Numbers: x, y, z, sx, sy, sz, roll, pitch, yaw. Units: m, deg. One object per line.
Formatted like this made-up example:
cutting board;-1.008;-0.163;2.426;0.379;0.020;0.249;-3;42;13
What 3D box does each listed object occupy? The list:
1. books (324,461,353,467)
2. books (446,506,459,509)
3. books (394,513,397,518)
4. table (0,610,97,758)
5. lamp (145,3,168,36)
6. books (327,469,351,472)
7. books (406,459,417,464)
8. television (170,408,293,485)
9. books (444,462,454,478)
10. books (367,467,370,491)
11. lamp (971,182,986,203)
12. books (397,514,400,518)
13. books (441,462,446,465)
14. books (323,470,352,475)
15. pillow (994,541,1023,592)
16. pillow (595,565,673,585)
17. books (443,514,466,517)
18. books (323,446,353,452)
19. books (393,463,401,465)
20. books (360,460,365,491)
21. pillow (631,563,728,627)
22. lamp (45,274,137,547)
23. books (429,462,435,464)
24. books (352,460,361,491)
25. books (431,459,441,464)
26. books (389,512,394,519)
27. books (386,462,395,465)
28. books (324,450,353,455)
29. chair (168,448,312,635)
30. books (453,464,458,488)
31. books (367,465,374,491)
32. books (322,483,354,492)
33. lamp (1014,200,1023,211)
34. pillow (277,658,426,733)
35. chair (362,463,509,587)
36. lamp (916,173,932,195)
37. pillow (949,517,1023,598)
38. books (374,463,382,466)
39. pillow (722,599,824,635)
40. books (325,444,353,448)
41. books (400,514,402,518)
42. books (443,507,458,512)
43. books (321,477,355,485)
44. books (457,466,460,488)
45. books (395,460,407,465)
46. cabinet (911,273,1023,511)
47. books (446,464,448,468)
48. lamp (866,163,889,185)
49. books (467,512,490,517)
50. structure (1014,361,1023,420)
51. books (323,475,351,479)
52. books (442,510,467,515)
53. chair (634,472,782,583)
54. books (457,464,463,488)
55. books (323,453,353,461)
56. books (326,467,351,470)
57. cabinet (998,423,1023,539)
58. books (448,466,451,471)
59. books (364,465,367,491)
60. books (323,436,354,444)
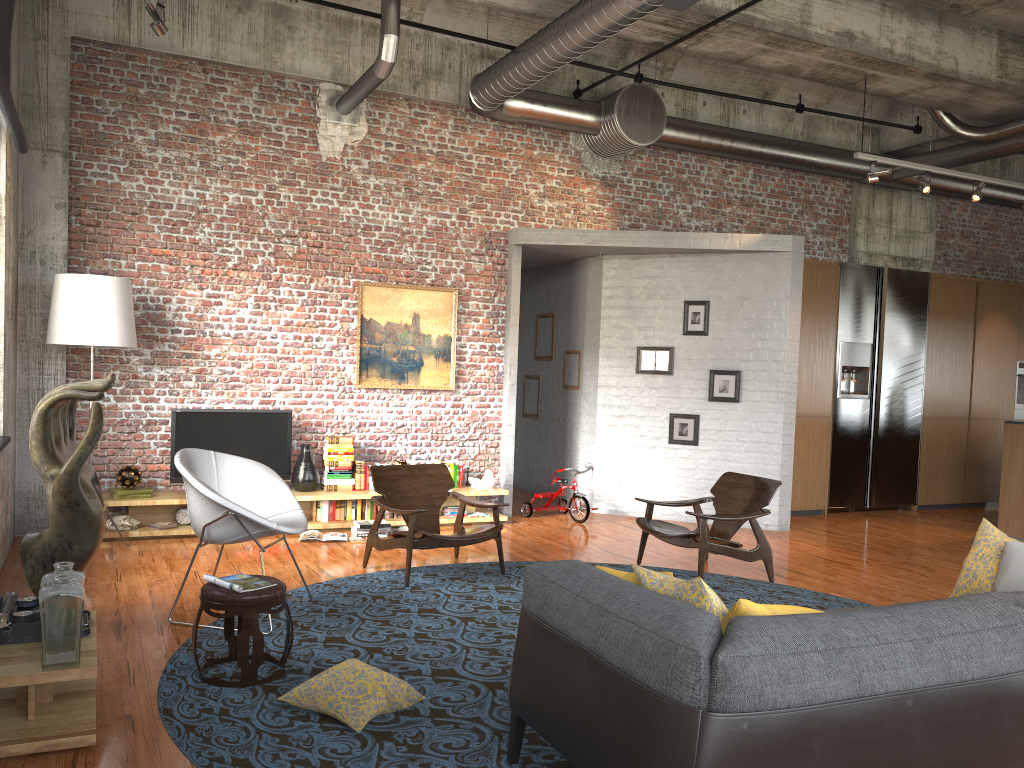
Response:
books;-1.719;0.781;8.755;0.246;0.057;0.171;2;1;-25
books;-0.598;1.273;9.141;0.154;0.019;0.108;2;1;-25
books;-1.185;1.229;8.895;0.033;0.225;0.105;1;3;-25
table;-2.058;1.286;3.824;0.475;0.359;0.874;1;1;-25
lamp;-2.704;-2.773;6.768;0.102;0.215;0.225;3;2;16
books;-1.720;0.848;8.757;0.223;0.027;0.161;2;1;-25
books;-1.040;0.926;9.113;0.053;0.291;0.176;1;2;-26
television;-2.616;0.628;8.270;1.090;0.794;0.285;1;3;-39
books;-0.665;0.956;9.301;0.034;0.254;0.183;1;2;-26
books;-1.460;0.944;8.866;0.026;0.224;0.161;1;2;-25
lamp;5.030;-2.065;9.575;0.182;0.241;0.102;1;3;-30
books;-1.157;1.264;8.915;0.036;0.156;0.108;1;2;-25
books;-0.751;0.951;9.253;0.060;0.260;0.180;1;2;-26
books;-1.721;0.874;8.757;0.250;0.026;0.159;2;1;-25
pillow;2.361;0.898;4.064;0.171;0.315;0.364;1;2;-36
pillow;0.543;0.872;3.531;0.434;0.319;0.168;3;2;39
books;-0.600;1.345;9.143;0.214;0.026;0.149;2;1;-25
books;-1.713;0.641;8.743;0.253;0.034;0.183;2;1;-25
books;-1.168;0.938;9.010;0.034;0.254;0.183;1;2;-25
books;-1.519;0.911;8.856;0.040;0.285;0.197;1;2;-25
pillow;0.657;0.862;3.221;0.260;0.446;0.536;1;2;-18
lamp;-3.519;0.237;7.428;0.707;2.246;0.693;2;2;-3
books;-0.823;0.952;9.211;0.034;0.254;0.183;1;2;-26
books;-1.550;0.908;8.822;0.044;0.291;0.176;1;2;-25
books;-0.795;0.934;9.233;0.036;0.291;0.176;1;3;-26
books;-1.226;1.246;8.891;0.043;0.187;0.142;1;2;-25
books;-1.235;0.933;8.984;0.034;0.260;0.180;1;2;-25
books;-1.716;0.675;8.748;0.253;0.034;0.183;2;1;-25
chair;-1.692;0.933;5.546;0.806;1.032;1.056;3;2;14
books;-0.630;0.964;9.318;0.045;0.240;0.174;1;2;-26
books;-1.427;0.937;8.880;0.045;0.240;0.174;1;2;-25
books;-1.730;1.016;8.778;0.284;0.066;0.197;2;1;-25
lamp;5.782;-2.042;9.957;0.102;0.211;0.260;1;2;-30
pillow;-0.737;1.415;4.078;0.503;0.247;0.481;3;1;31
chair;-0.610;1.075;6.938;0.875;0.794;1.042;1;2;-35
lamp;4.319;-2.084;9.272;0.102;0.228;0.198;1;2;-15
pillow;2.378;0.911;4.314;0.260;0.446;0.536;1;2;-18
books;-1.348;0.932;8.929;0.034;0.254;0.183;1;2;-25
pillow;0.862;0.891;3.064;0.405;0.372;0.228;2;2;-16
books;-1.709;0.606;8.755;0.231;0.037;0.168;2;1;-25
books;-1.132;1.252;8.939;0.028;0.182;0.120;1;2;-25
books;-0.602;1.294;9.142;0.192;0.024;0.131;2;1;-20
books;-1.723;0.958;8.768;0.290;0.053;0.176;2;1;-25
books;-0.594;0.974;9.323;0.026;0.223;0.161;1;2;-26
books;-1.143;0.926;9.073;0.066;0.285;0.197;1;2;-26
cabinet;7.441;0.174;12.796;5.343;3.049;0.858;2;3;-25
books;-0.711;0.956;9.268;0.026;0.251;0.159;1;2;-26
lamp;3.641;-2.106;8.890;0.260;0.211;0.102;2;2;5
books;-0.352;1.356;9.226;0.230;0.023;0.168;2;1;-5
structure;7.232;0.100;12.190;0.860;0.796;0.079;1;3;-25
books;-1.731;0.909;8.764;0.240;0.045;0.174;2;1;-25
books;-0.599;1.319;9.142;0.214;0.025;0.149;1;1;-40
chair;1.589;1.153;7.224;1.043;0.794;0.874;1;2;-24
books;-0.570;0.970;9.347;0.037;0.231;0.168;1;2;-26
books;-1.717;0.722;8.754;0.259;0.060;0.180;2;1;-25
books;-1.718;0.822;8.752;0.223;0.026;0.161;2;1;-25
cabinet;7.498;1.119;9.922;4.361;1.245;1.243;2;2;-25
books;-0.689;0.971;9.281;0.027;0.223;0.161;1;2;-26
books;-1.486;0.929;8.863;0.026;0.251;0.160;1;2;-25
books;-1.713;0.554;8.757;0.260;0.066;0.197;2;1;-25
